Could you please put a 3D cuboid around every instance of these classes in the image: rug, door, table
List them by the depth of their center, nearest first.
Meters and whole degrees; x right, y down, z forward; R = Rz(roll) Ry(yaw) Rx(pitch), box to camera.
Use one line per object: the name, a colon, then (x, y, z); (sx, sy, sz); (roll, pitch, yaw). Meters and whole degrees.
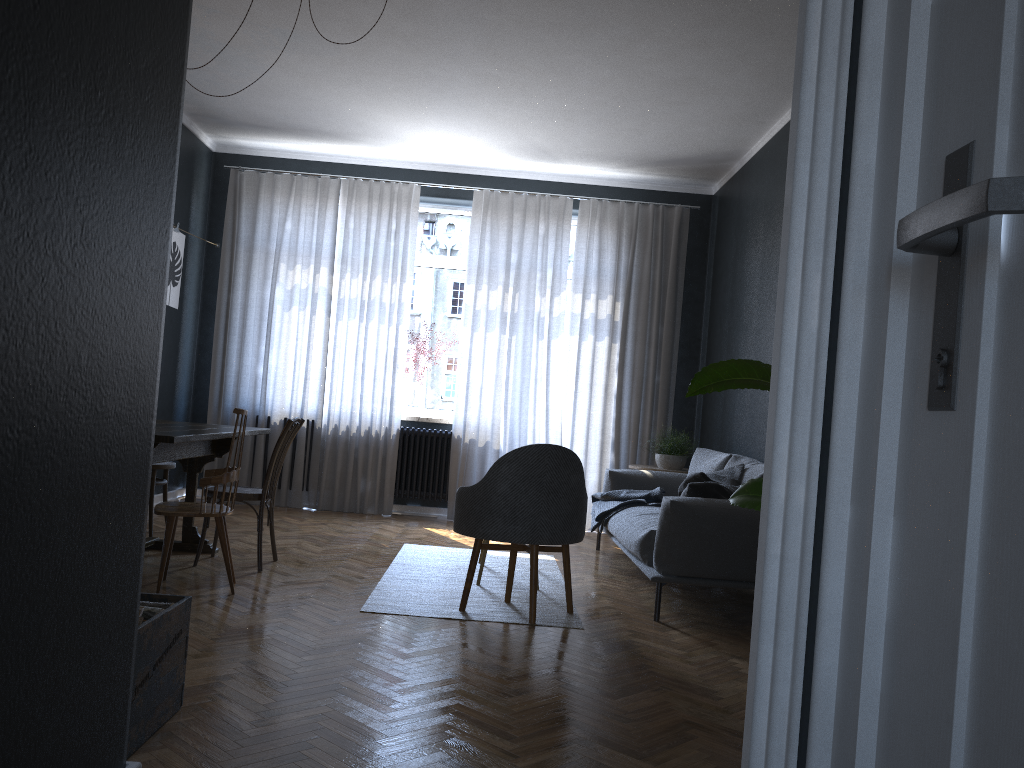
door: (0.385, -0.116, 0.413); (0.162, 2.186, 0.857); (5, -1, -1)
table: (-2.002, 0.557, 4.448); (1.126, 0.727, 1.605); (5, -2, -1)
rug: (-0.199, 1.083, 4.939); (1.003, 0.013, 2.012); (5, -2, -1)
table: (-0.009, 0.829, 5.082); (0.339, 0.550, 0.788); (5, -2, -1)

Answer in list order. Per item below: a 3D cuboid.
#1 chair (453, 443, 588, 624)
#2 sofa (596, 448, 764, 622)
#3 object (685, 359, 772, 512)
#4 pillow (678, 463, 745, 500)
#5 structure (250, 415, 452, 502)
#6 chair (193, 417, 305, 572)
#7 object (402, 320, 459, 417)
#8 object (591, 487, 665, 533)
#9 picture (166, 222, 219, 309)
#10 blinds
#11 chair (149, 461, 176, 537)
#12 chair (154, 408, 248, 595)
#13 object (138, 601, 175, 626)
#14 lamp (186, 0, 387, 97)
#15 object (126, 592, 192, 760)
chair: (0.079, 0.672, 4.155); (0.645, 0.811, 0.494); (5, -1, -23)
sofa: (1.094, 0.800, 5.316); (0.970, 0.798, 2.341); (5, -2, -2)
object: (1.025, 0.139, 1.930); (1.118, 1.898, 0.764); (5, -1, -7)
pillow: (1.069, 0.598, 4.696); (0.442, 0.362, 0.798); (4, -2, 17)
structure: (-1.290, 0.631, 7.499); (1.846, 0.600, 0.216); (5, -1, -1)
chair: (-1.418, 0.568, 4.801); (0.467, 0.819, 0.363); (5, -1, -1)
object: (-0.783, -0.127, 7.548); (0.514, 0.809, 0.599); (5, -1, -27)
object: (0.774, 0.816, 5.886); (0.490, 0.329, 0.667); (5, -2, 4)
picture: (-2.482, -0.881, 5.317); (0.058, 0.771, 4.458); (5, -2, -1)
blinds: (-0.521, -0.266, 7.467); (3.992, 2.788, 0.312); (5, -1, -1)
chair: (-2.362, 0.463, 5.471); (0.549, 0.920, 0.438); (5, -1, -4)
chair: (-1.457, 0.530, 4.147); (0.384, 0.856, 0.456); (5, -1, -16)
object: (-1.127, 0.680, 2.305); (0.370, 0.246, 0.533); (5, -2, -1)
lamp: (-1.262, -1.246, 4.307); (1.590, 1.574, 0.583); (4, -1, 30)
object: (-1.129, 0.756, 2.304); (0.383, 0.326, 0.552); (5, -2, -1)
